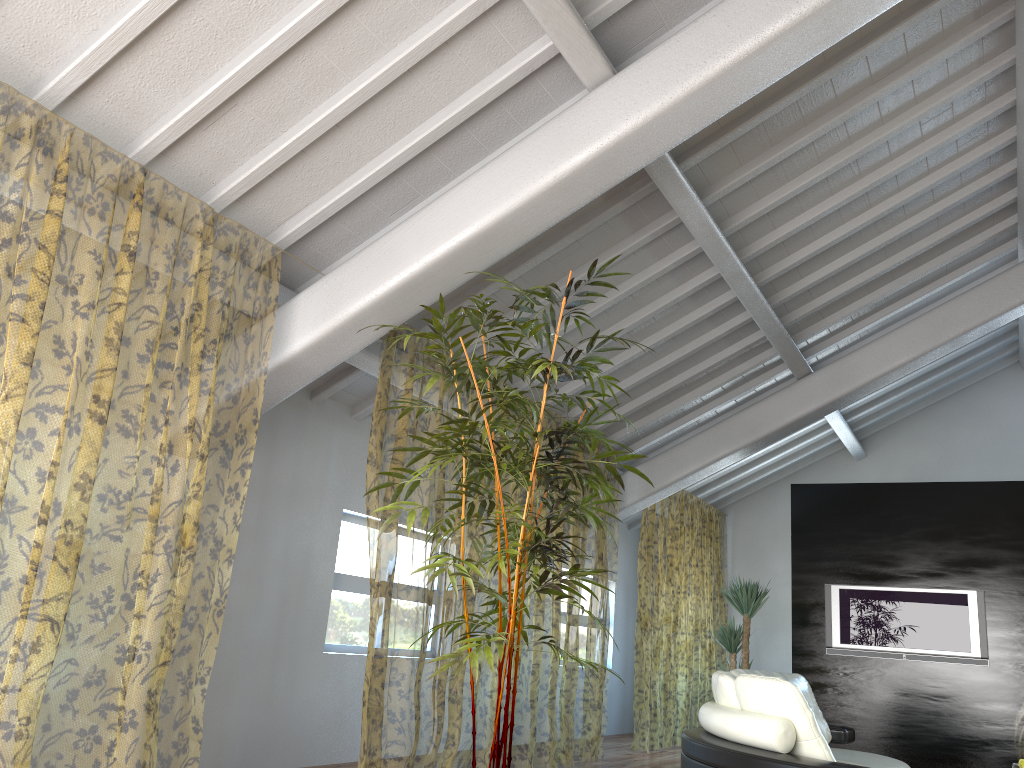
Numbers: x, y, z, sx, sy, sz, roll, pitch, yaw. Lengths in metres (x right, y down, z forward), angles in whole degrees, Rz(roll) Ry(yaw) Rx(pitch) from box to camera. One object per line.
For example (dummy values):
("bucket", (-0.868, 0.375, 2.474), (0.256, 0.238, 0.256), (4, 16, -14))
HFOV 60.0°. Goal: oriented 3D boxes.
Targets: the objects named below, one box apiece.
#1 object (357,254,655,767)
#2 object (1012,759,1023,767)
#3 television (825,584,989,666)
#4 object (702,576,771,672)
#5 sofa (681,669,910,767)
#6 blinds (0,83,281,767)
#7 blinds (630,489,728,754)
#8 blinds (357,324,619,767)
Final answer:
("object", (0.064, 0.687, 3.832), (1.399, 2.473, 1.177), (16, -20, -33))
("object", (2.441, 1.901, 4.259), (0.075, 0.192, 0.081), (-6, -20, 34))
("television", (3.534, 2.161, 8.018), (1.336, 0.639, 0.044), (-4, -19, 29))
("object", (1.899, 2.412, 7.440), (0.564, 1.586, 0.588), (13, -18, -25))
("sofa", (1.457, 1.796, 4.187), (1.359, 0.805, 3.047), (2, -17, 9))
("blinds", (-2.056, 0.075, 2.514), (0.306, 2.546, 3.505), (-5, -19, 29))
("blinds", (1.805, 2.400, 9.216), (0.306, 2.546, 2.780), (-5, -19, 29))
("blinds", (0.004, 1.315, 6.087), (0.306, 2.546, 3.505), (-5, -19, 29))
